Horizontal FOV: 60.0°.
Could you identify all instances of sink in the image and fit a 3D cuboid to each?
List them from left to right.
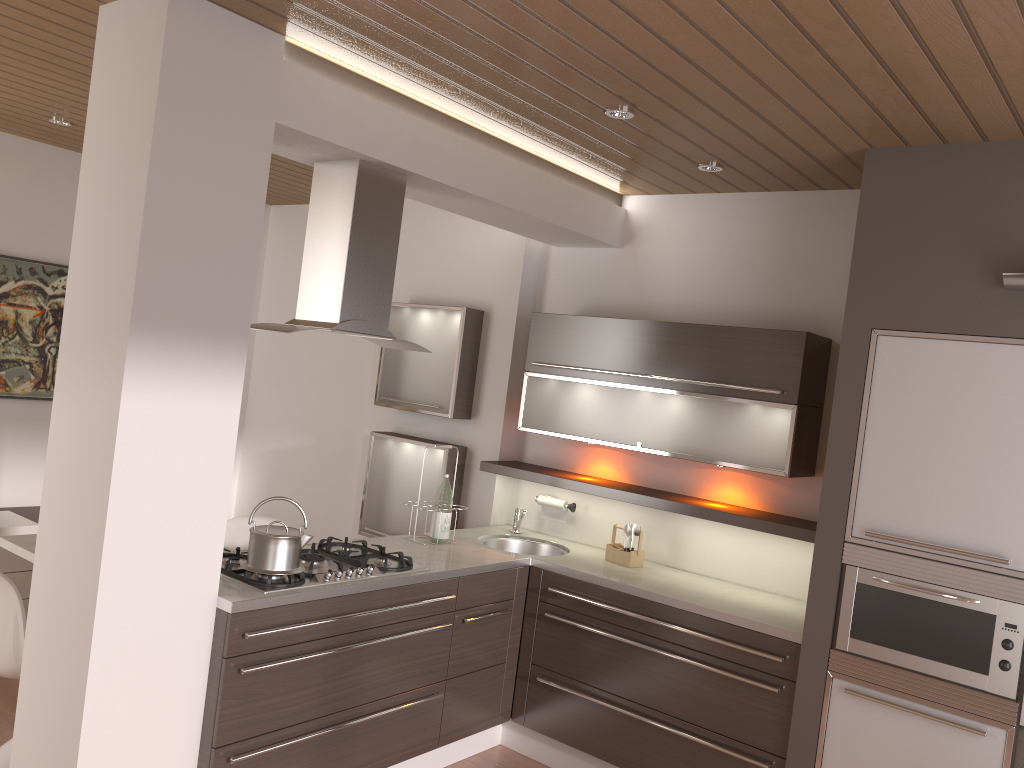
[{"bbox_3d":[0.041,0.802,4.354,0.494,0.347,0.450,8,1,44],"label":"sink"}]

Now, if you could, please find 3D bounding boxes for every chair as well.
[{"bbox_3d":[-1.781,1.054,3.383,0.491,0.847,0.608,8,1,43],"label":"chair"},{"bbox_3d":[-1.357,1.095,4.241,0.491,0.847,0.608,7,1,8],"label":"chair"}]

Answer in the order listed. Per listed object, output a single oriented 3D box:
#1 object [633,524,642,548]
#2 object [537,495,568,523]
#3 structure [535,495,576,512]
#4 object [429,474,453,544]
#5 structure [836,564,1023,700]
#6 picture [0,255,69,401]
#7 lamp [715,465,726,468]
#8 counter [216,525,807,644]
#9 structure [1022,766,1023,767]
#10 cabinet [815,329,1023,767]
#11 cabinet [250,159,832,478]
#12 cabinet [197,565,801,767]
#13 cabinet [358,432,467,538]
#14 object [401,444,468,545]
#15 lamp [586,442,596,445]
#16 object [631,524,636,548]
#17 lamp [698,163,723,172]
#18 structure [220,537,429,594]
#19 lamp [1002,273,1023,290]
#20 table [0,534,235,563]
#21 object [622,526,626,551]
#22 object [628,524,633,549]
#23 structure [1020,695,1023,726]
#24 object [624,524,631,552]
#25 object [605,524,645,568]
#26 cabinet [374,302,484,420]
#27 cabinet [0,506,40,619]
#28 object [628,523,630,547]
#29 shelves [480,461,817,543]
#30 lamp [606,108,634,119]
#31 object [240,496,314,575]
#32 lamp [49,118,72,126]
[{"bbox_3d":[0.573,0.749,4.149,0.042,0.192,0.040,7,1,-4],"label":"object"},{"bbox_3d":[0.206,0.648,4.587,0.165,0.119,0.053,8,1,37],"label":"object"},{"bbox_3d":[0.237,0.617,4.597,0.237,0.049,0.087,8,1,38],"label":"structure"},{"bbox_3d":[-0.322,0.577,4.121,0.091,0.319,0.091,7,1,-17],"label":"object"},{"bbox_3d":[1.393,0.824,2.986,0.569,0.301,0.049,8,1,38],"label":"structure"},{"bbox_3d":[-2.896,-0.323,4.944,0.018,0.801,1.277,8,1,38],"label":"picture"},{"bbox_3d":[0.935,0.363,3.961,0.056,0.018,0.056,7,1,10],"label":"lamp"},{"bbox_3d":[0.043,0.813,3.428,1.850,0.036,2.150,8,1,38],"label":"counter"},{"bbox_3d":[1.999,1.334,2.878,0.583,0.012,0.479,8,1,38],"label":"structure"},{"bbox_3d":[1.911,0.870,2.683,1.796,1.948,1.047,8,1,38],"label":"cabinet"},{"bbox_3d":[0.195,-0.254,3.524,1.399,1.032,2.058,8,1,42],"label":"cabinet"},{"bbox_3d":[-0.013,1.263,3.434,1.850,0.870,2.150,8,1,38],"label":"cabinet"},{"bbox_3d":[-0.574,0.604,4.968,0.598,0.600,0.194,8,1,38],"label":"cabinet"},{"bbox_3d":[-0.353,0.509,4.156,0.210,0.453,0.291,8,1,43],"label":"object"},{"bbox_3d":[0.395,0.289,4.383,0.056,0.018,0.056,7,1,10],"label":"lamp"},{"bbox_3d":[0.556,0.750,4.150,0.020,0.196,0.017,7,1,-29],"label":"object"},{"bbox_3d":[0.840,-0.936,3.742,0.102,0.055,0.102,7,1,-24],"label":"lamp"},{"bbox_3d":[-0.766,0.672,3.399,0.494,0.047,0.797,8,1,38],"label":"structure"},{"bbox_3d":[1.980,-0.278,2.541,1.020,0.033,0.139,8,1,38],"label":"lamp"},{"bbox_3d":[-1.587,1.117,3.804,1.100,0.758,0.800,8,1,38],"label":"table"},{"bbox_3d":[0.526,0.755,4.144,0.044,0.178,0.019,7,1,13],"label":"object"},{"bbox_3d":[0.549,0.749,4.130,0.018,0.196,0.023,8,1,40],"label":"object"},{"bbox_3d":[1.859,0.818,2.609,0.582,0.583,0.066,8,1,38],"label":"structure"},{"bbox_3d":[0.536,0.744,4.116,0.042,0.192,0.040,7,1,-6],"label":"object"},{"bbox_3d":[0.539,0.761,4.187,0.100,0.170,0.173,7,1,-41],"label":"object"},{"bbox_3d":[-0.503,-0.142,4.900,0.619,0.600,0.172,7,1,23],"label":"cabinet"},{"bbox_3d":[-2.876,1.018,4.752,0.540,0.608,1.740,8,1,38],"label":"cabinet"},{"bbox_3d":[0.545,0.748,4.152,0.022,0.196,0.018,8,1,40],"label":"object"},{"bbox_3d":[0.653,0.532,4.160,1.850,0.050,0.313,8,1,38],"label":"shelves"},{"bbox_3d":[0.387,-0.985,3.153,0.102,0.055,0.102,7,1,10],"label":"lamp"},{"bbox_3d":[-0.824,0.519,3.109,0.221,0.251,0.221,8,1,30],"label":"object"},{"bbox_3d":[-2.259,-1.334,4.440,0.102,0.055,0.102,7,1,-35],"label":"lamp"}]
